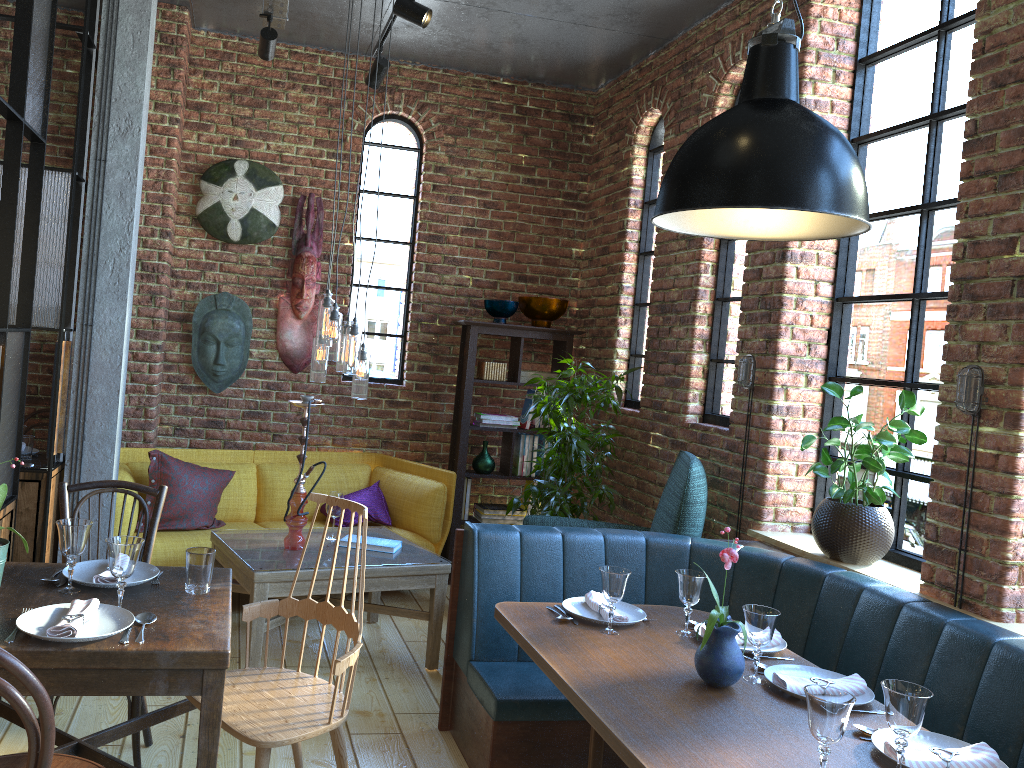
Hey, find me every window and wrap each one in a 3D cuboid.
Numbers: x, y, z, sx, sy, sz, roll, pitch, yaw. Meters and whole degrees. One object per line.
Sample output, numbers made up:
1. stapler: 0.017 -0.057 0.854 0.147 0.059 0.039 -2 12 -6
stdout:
1. window: 0.543 -0.598 3.507 8.955 2.429 3.273 7 2 41

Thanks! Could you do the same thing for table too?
1. table: -0.893 1.017 4.173 0.898 0.508 0.781 4 2 -30
2. table: -2.649 0.747 4.449 0.734 0.727 0.768 5 2 -15
3. table: -1.170 0.944 2.380 0.734 0.727 0.768 5 2 -15
4. table: 0.524 1.126 2.267 0.804 0.660 1.576 4 2 -17

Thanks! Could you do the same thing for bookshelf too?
1. bookshelf: -0.036 0.454 5.732 0.799 1.667 0.323 5 1 -13

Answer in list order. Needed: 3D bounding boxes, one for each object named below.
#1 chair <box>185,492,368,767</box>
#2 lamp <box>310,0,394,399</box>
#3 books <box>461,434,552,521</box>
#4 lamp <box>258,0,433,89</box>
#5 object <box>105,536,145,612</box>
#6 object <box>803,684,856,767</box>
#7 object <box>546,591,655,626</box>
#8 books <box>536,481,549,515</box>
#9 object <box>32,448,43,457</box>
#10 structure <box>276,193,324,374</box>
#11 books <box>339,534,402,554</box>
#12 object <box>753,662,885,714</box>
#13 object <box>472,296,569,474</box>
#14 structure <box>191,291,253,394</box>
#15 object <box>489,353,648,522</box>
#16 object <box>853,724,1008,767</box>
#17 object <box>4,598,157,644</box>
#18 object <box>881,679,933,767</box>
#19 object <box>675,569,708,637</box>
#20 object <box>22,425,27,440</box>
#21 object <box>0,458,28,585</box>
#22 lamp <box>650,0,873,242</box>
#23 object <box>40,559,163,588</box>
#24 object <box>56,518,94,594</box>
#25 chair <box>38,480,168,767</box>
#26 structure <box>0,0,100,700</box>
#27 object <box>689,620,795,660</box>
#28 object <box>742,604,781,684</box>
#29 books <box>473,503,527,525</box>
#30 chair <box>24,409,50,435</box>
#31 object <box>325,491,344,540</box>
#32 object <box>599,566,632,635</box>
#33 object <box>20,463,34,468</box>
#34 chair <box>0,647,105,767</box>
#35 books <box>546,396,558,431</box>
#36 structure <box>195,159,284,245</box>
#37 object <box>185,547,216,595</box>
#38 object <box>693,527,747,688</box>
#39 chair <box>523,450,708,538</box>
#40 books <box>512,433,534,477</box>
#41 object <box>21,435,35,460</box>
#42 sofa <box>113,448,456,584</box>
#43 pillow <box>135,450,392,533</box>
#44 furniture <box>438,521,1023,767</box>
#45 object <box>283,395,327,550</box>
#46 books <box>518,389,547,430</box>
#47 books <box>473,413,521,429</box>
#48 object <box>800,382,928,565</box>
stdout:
1. chair: -0.667 0.846 2.555 0.429 1.005 0.562 4 2 -44
2. lamp: -0.861 -1.002 4.168 0.512 2.119 0.283 5 1 11
3. books: -0.054 0.600 5.740 0.573 0.574 0.195 5 1 -15
4. lamp: -2.732 -1.852 1.401 6.125 0.274 7.395 4 2 -16
5. object: -1.011 0.500 2.285 0.103 0.191 0.094 6 1 32
6. object: 0.636 0.724 1.791 0.101 0.191 0.096 5 1 14
7. object: 0.282 0.728 2.859 0.319 0.051 0.274 5 2 -11
8. books: 0.176 0.769 5.803 0.082 0.272 0.194 5 1 -17
9. object: -2.672 0.347 4.673 0.319 0.051 0.274 5 2 -11
10. structure: -1.330 -0.632 5.619 0.237 1.146 0.217 6 1 30
11. books: -0.677 0.764 4.223 0.278 0.028 0.158 5 2 10
12. object: 0.806 0.790 2.352 0.265 0.051 0.331 4 2 -12
13. object: -0.003 0.312 5.720 0.591 1.760 0.337 5 1 -20
14. structure: -1.807 -0.256 5.470 0.360 0.639 0.106 5 1 -12
15. object: 0.293 0.583 4.910 0.693 1.528 0.898 4 1 -37
16. object: 0.938 0.815 1.961 0.265 0.051 0.331 4 2 -12
17. object: -1.042 0.573 2.146 0.319 0.051 0.274 5 2 -11
18. object: 0.825 0.737 1.862 0.101 0.191 0.096 5 1 14
19. object: 0.550 0.684 2.743 0.101 0.191 0.096 5 1 14
20. object: -2.472 0.303 4.379 0.099 0.191 0.097 5 1 5
21. object: -1.367 0.352 2.291 0.143 0.426 0.202 5 1 18
22. lamp: 0.682 -1.061 2.234 0.532 1.326 0.526 5 1 2
23. object: -1.190 0.545 2.579 0.319 0.051 0.274 5 2 -11
24. object: -1.218 0.477 2.439 0.094 0.191 0.103 4 1 -40
25. chair: -1.352 0.812 2.893 0.393 0.915 0.537 5 1 -21
26. structure: -3.152 -0.483 1.056 5.782 3.325 6.097 4 2 -32
27. object: 0.693 0.768 2.714 0.265 0.051 0.331 4 2 -12
28. object: 0.666 0.706 2.384 0.101 0.191 0.096 5 1 14
29. books: -0.082 0.842 5.717 0.297 0.088 0.249 4 2 -13
30. chair: -2.791 0.616 5.041 0.444 0.920 0.543 5 1 6
31. object: -0.870 0.644 4.318 0.094 0.228 0.087 5 1 23
32. object: 0.307 0.664 2.699 0.101 0.191 0.096 5 1 14
33. object: -2.485 0.378 4.232 0.319 0.051 0.274 5 2 -11
34. chair: -1.061 0.874 1.811 0.444 0.920 0.543 5 1 6
35. books: 0.230 0.176 5.792 0.078 0.257 0.182 5 1 -17
36. structure: -1.687 -1.131 5.467 0.520 0.521 0.150 5 1 -13
37. object: -0.898 0.536 2.531 0.081 0.119 0.087 4 1 -26
38. object: 0.560 0.579 2.339 0.137 0.431 0.216 5 1 2
39. chair: 0.339 0.828 4.115 1.050 1.097 0.794 5 1 9
40. books: 0.066 0.458 5.763 0.083 0.272 0.176 5 1 -17
41. object: -2.515 0.329 4.552 0.087 0.119 0.082 5 1 16
42. sofa: -1.397 0.815 5.051 1.913 0.762 0.823 4 2 -30
43. pillow: -1.405 0.612 5.079 1.440 0.453 0.415 4 2 -26
44. furniture: 0.793 1.066 2.316 1.334 0.822 2.674 4 2 -17
45. object: -0.952 0.409 4.010 0.163 0.704 0.269 5 1 -25
46. books: 0.130 0.168 5.779 0.121 0.258 0.167 5 1 -16
47. books: -0.098 0.240 5.711 0.263 0.080 0.182 4 2 -14
48. object: 1.309 0.335 3.296 0.392 0.663 0.505 5 1 8
